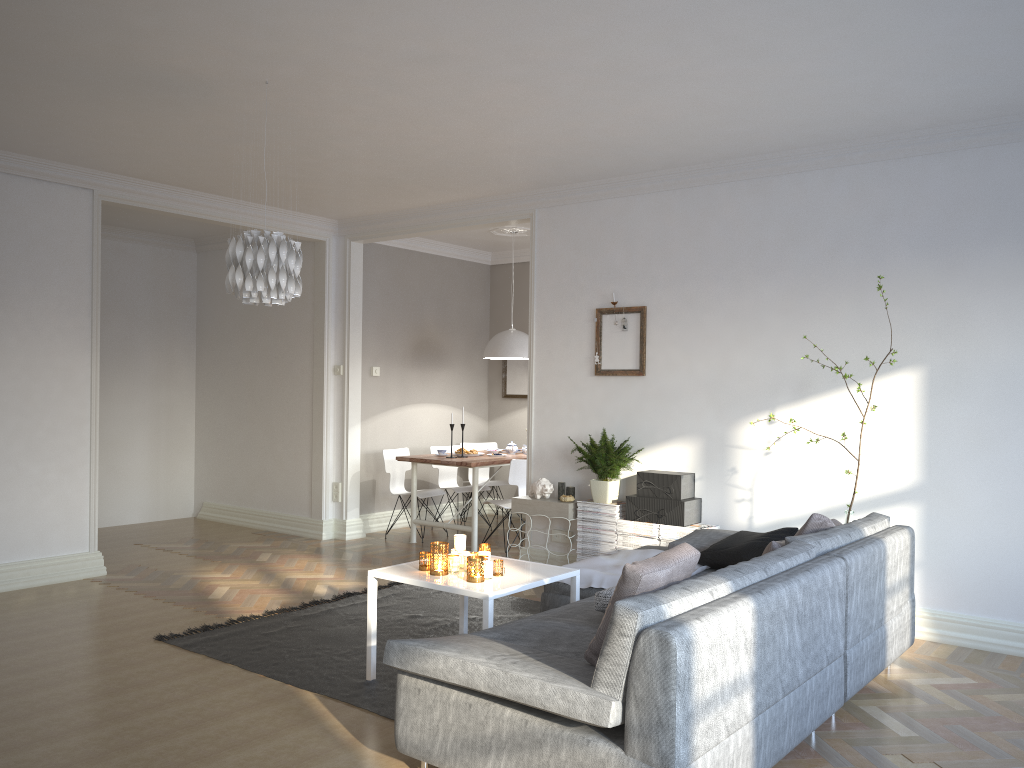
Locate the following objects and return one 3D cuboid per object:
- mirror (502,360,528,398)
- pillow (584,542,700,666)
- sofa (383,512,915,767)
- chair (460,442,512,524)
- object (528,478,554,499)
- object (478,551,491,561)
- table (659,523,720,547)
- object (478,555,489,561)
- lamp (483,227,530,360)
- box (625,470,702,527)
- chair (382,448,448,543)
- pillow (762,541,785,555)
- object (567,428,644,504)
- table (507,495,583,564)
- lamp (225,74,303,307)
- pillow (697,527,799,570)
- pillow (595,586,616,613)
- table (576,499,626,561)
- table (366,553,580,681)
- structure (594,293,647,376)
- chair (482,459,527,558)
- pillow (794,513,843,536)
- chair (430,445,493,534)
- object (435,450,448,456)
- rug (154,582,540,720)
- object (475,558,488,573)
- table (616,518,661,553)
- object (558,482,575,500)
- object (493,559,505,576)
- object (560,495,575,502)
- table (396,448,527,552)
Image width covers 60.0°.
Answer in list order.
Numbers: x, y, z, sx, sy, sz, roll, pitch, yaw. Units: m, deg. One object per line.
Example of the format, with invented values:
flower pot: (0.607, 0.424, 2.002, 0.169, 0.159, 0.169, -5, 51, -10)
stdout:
mirror: (0.100, -0.131, 9.252, 0.474, 0.558, 0.052, 1, 1, 38)
pillow: (0.439, 0.740, 2.970, 0.242, 0.390, 0.426, 1, 0, 38)
sofa: (0.604, 1.017, 3.858, 1.554, 0.772, 2.632, 1, 0, 38)
chair: (-0.272, 0.997, 8.967, 0.431, 0.786, 0.479, 1, 0, -21)
object: (0.208, 0.732, 6.242, 0.137, 0.150, 0.311, 1, 0, -22)
object: (-0.129, 0.825, 4.155, 0.060, 0.073, 0.060, 1, 0, -27)
table: (1.117, 1.140, 5.600, 0.327, 0.499, 0.246, 1, 0, 38)
object: (-0.136, 0.824, 4.053, 0.060, 0.073, 0.060, 1, 0, -27)
lamp: (0.010, -0.822, 8.121, 0.530, 1.182, 0.530, 0, 1, -45)
box: (0.965, 0.731, 5.716, 0.419, 0.316, 0.298, 1, 0, 38)
chair: (-0.874, 0.982, 7.955, 0.479, 0.786, 0.431, 1, 0, 28)
pillow: (1.133, 0.820, 3.958, 0.337, 0.311, 0.414, 1, 0, 43)
object: (0.611, 0.554, 5.949, 0.438, 0.527, 0.368, 1, 0, 38)
table: (0.261, 1.094, 6.216, 0.553, 0.575, 0.299, 1, 0, 39)
lamp: (-1.174, -0.910, 4.221, 0.355, 1.065, 0.354, 1, 0, -10)
pillow: (1.196, 0.843, 4.524, 0.401, 0.248, 0.421, 1, 0, -32)
pillow: (0.561, 0.852, 3.465, 0.406, 0.194, 0.404, 1, 0, 24)
table: (0.625, 1.086, 5.981, 0.321, 0.596, 0.246, 1, 1, 38)
table: (-0.174, 1.112, 4.101, 0.715, 0.504, 0.675, 1, 0, 38)
structure: (0.736, -0.344, 6.067, 0.398, 0.575, 0.053, 1, 1, 35)
chair: (0.041, 0.993, 7.307, 0.431, 0.786, 0.479, 1, 0, -32)
pillow: (1.420, 0.797, 4.237, 0.324, 0.403, 0.430, 1, 0, 25)
chair: (-0.493, 0.991, 8.421, 0.431, 0.786, 0.479, 1, 0, -42)
object: (-0.611, 0.601, 7.756, 0.116, 0.056, 0.137, 1, 0, -22)
rug: (-0.458, 1.353, 4.816, 2.111, 0.055, 2.015, 1, 0, 37)
object: (-0.136, 0.824, 3.987, 0.060, 0.073, 0.060, 1, 0, -27)
table: (0.868, 1.138, 5.792, 0.327, 0.499, 0.246, 1, 0, 38)
object: (0.379, 0.741, 6.186, 0.123, 0.134, 0.062, 1, 0, -11)
object: (-0.058, 0.828, 3.991, 0.054, 0.068, 0.047, 1, 0, -2)
object: (0.379, 0.785, 6.084, 0.099, 0.046, 0.104, 1, 0, -6)
table: (-0.060, 1.015, 8.137, 0.853, 0.750, 1.986, 1, 0, 38)
